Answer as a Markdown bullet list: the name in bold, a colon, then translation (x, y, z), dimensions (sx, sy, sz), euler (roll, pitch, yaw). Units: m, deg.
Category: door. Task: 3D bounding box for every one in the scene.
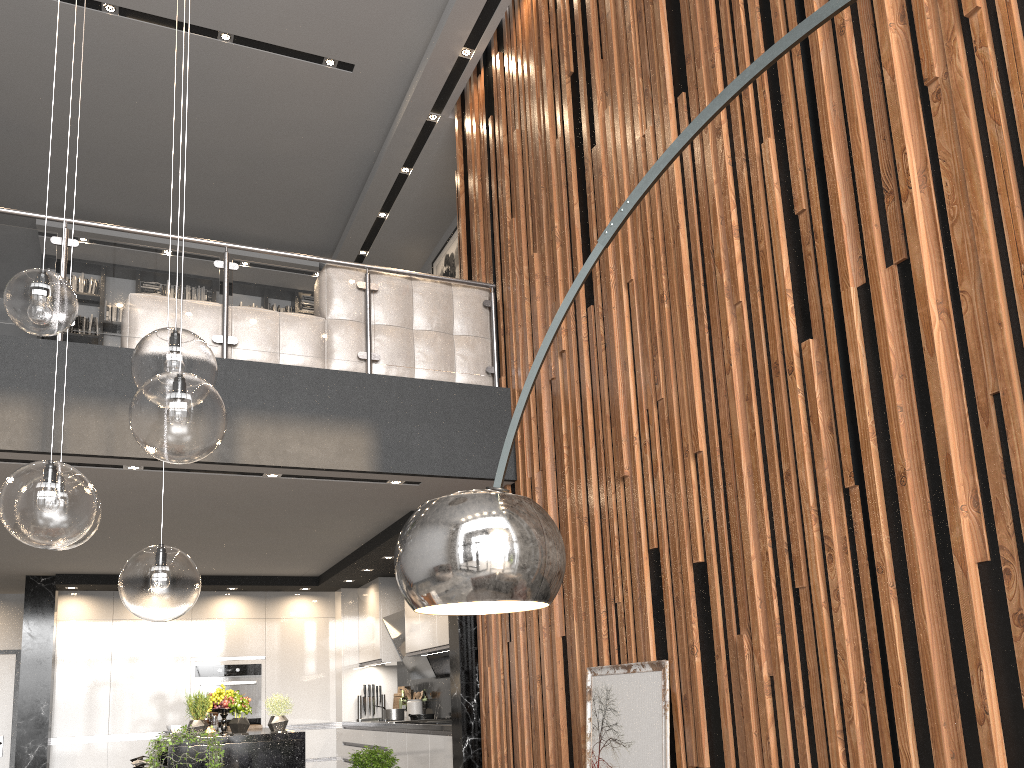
- **door**: translation (-5.588, 3.750, 8.876), dimensions (0.977, 2.011, 0.174), euler (3, -13, -24)

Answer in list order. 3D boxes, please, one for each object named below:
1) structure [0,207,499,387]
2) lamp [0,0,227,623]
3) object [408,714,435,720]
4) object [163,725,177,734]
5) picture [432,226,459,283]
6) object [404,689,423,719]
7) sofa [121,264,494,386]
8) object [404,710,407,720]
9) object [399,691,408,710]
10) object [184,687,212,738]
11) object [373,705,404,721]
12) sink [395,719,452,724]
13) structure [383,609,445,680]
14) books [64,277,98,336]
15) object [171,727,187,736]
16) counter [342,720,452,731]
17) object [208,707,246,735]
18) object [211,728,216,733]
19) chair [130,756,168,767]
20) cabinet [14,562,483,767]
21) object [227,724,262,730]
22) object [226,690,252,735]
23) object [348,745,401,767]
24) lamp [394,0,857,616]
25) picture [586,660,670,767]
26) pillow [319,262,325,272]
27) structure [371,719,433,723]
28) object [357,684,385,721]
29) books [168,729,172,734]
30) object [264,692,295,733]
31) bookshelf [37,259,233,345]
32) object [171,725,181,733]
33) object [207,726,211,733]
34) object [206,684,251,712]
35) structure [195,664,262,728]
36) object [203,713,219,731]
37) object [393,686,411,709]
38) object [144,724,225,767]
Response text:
- **structure**: translation (-2.677, 0.052, 6.333), dimensions (4.238, 0.714, 3.499), euler (6, -21, -23)
- **lamp**: translation (-1.360, -1.758, 2.782), dimensions (1.236, 4.827, 1.267), euler (3, -13, -27)
- **object**: translation (-0.861, 3.017, 7.941), dimensions (0.238, 0.058, 0.358), euler (-20, -26, 41)
- **object**: translation (-2.894, 2.945, 7.466), dimensions (0.158, 0.068, 0.159), euler (-15, -22, 32)
- **picture**: translation (-0.579, -1.066, 8.230), dimensions (0.025, 0.632, 1.027), euler (2, -18, -23)
- **object**: translation (-0.945, 3.106, 8.511), dimensions (0.175, 0.294, 0.163), euler (2, -14, -20)
- **sofa**: translation (-1.556, -0.033, 6.291), dimensions (2.286, 0.754, 2.370), euler (5, -20, -23)
- **object**: translation (-1.055, 3.255, 8.716), dimensions (0.181, 0.157, 0.282), euler (4, -19, -23)
- **object**: translation (-1.081, 3.226, 8.803), dimensions (0.090, 0.273, 0.084), euler (2, -13, -23)
- **object**: translation (-2.172, 2.269, 6.090), dimensions (0.198, 0.356, 0.191), euler (-8, -14, 20)
- **object**: translation (-1.145, 3.096, 8.244), dimensions (0.202, 0.148, 0.359), euler (8, -21, -32)
- **sink**: translation (-0.567, 2.662, 7.183), dimensions (0.499, 0.527, 1.153), euler (4, -19, -23)
- **structure**: translation (-0.924, 2.264, 8.268), dimensions (0.415, 0.995, 0.763), euler (3, -15, -23)
- **books**: translation (-2.962, 0.110, 9.113), dimensions (3.451, 2.251, 0.219), euler (5, -14, -24)
- **object**: translation (-2.409, 2.532, 6.370), dimensions (0.158, 0.068, 0.159), euler (-15, -22, 32)
- **counter**: translation (-0.804, 2.974, 7.668), dimensions (0.612, 0.039, 3.583), euler (6, -21, -22)
- **object**: translation (-2.128, 2.492, 6.466), dimensions (0.372, 0.181, 0.377), euler (-13, -20, 28)
- **object**: translation (-2.328, 2.636, 6.665), dimensions (0.131, 0.058, 0.072), euler (5, -18, -23)
- **chair**: translation (-2.720, 3.263, 6.728), dimensions (0.436, 0.710, 1.791), euler (3, -19, -23)
- **cabinet**: translation (-2.259, 2.406, 7.289), dimensions (3.633, 3.128, 6.428), euler (4, -19, -23)
- **object**: translation (-2.414, 3.075, 7.842), dimensions (0.291, 0.029, 0.415), euler (6, -21, -23)
- **object**: translation (-1.924, 2.315, 6.171), dimensions (0.179, 0.302, 0.178), euler (0, -14, -13)
- **object**: translation (-0.743, 2.148, 4.704), dimensions (0.313, 0.394, 0.279), euler (-10, -16, 25)
- **lamp**: translation (0.585, 0.496, 0.989), dimensions (2.076, 2.254, 0.324), euler (-17, -18, 41)
- **picture**: translation (0.520, 1.792, 4.029), dimensions (0.101, 0.964, 0.754), euler (2, -15, -23)
- **pillow**: translation (-0.976, -0.314, 6.241), dimensions (0.761, 0.527, 1.439), euler (-4, -19, 6)
- **structure**: translation (-0.975, 3.100, 8.059), dimensions (0.512, 0.058, 0.622), euler (6, -21, -23)
- **object**: translation (-1.477, 3.347, 9.207), dimensions (0.323, 0.360, 0.069), euler (4, -13, -24)
- **books**: translation (-2.668, 2.872, 7.248), dimensions (0.324, 0.037, 0.178), euler (6, -21, -24)
- **object**: translation (-1.676, 2.364, 6.303), dimensions (0.221, 0.274, 0.219), euler (0, -15, -11)
- **bookshelf**: translation (-2.964, 0.155, 9.112), dimensions (3.534, 2.430, 0.256), euler (5, -13, -24)
- **object**: translation (-2.644, 2.726, 6.893), dimensions (0.078, 0.068, 0.086), euler (-10, -18, 24)
- **object**: translation (-2.320, 2.617, 6.612), dimensions (0.074, 0.057, 0.063), euler (-2, -16, -3)
- **object**: translation (-2.132, 2.339, 6.509), dimensions (0.349, 0.207, 0.330), euler (6, -19, -26)
- **structure**: translation (-3.024, 3.297, 9.240), dimensions (0.657, 0.610, 0.674), euler (4, -17, -23)
- **object**: translation (-2.675, 2.933, 7.769), dimensions (0.152, 0.274, 0.205), euler (8, -18, -40)
- **object**: translation (-1.150, 3.310, 9.094), dimensions (0.098, 0.319, 0.415), euler (2, -17, -23)
- **object**: translation (-1.625, 1.975, 4.330), dimensions (0.390, 0.556, 0.220), euler (10, -18, -42)
